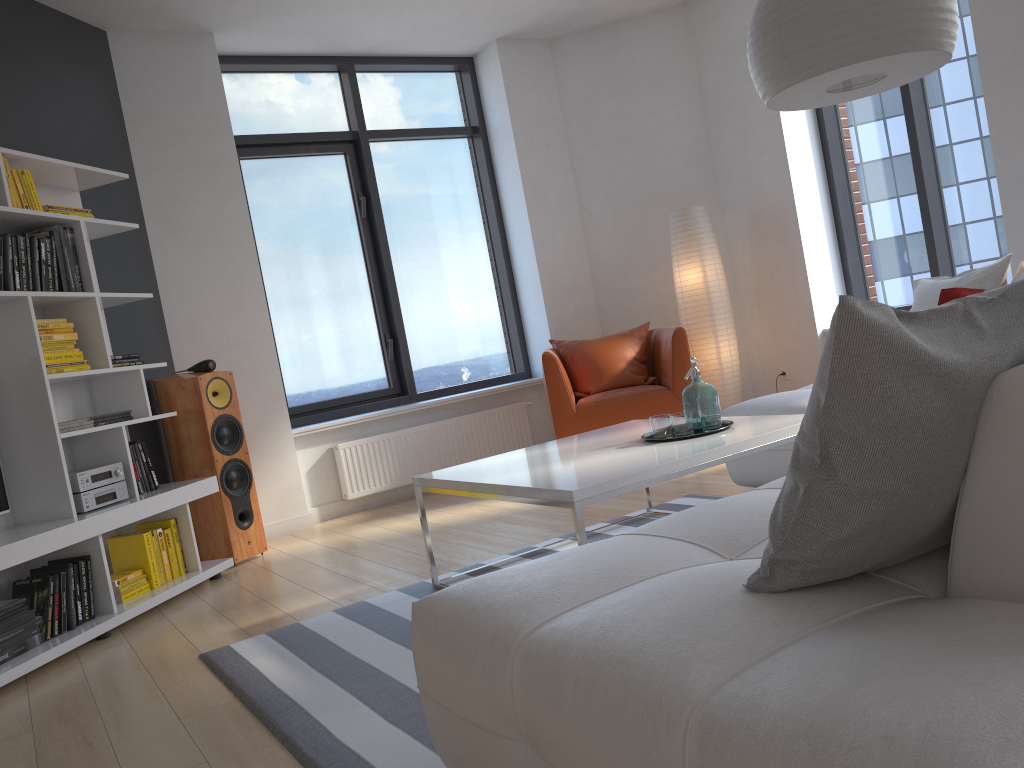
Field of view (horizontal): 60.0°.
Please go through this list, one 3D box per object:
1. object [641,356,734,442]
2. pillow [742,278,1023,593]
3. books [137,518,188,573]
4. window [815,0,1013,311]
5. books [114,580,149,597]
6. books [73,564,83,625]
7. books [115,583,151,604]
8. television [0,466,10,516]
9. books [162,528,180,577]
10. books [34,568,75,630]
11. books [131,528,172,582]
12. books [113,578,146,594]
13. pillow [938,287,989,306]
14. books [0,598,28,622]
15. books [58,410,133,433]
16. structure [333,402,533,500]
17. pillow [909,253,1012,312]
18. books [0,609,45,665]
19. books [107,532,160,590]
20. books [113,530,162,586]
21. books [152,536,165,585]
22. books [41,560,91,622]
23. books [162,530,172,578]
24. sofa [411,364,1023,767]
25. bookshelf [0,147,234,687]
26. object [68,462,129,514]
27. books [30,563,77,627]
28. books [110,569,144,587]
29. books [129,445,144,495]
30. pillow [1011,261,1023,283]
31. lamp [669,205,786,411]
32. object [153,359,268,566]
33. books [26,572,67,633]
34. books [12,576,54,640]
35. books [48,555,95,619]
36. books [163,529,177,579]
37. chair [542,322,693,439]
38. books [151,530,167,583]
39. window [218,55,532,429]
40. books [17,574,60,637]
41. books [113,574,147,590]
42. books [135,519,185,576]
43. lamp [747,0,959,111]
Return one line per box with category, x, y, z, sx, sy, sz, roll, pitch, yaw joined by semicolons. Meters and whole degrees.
object;0.603;0.045;3.163;0.330;0.265;0.330;-11;2;-6
pillow;1.381;-0.121;2.241;2.953;0.453;0.647;-13;3;-42
books;-1.690;0.793;4.285;0.213;0.270;0.025;-10;3;15
window;2.440;-1.637;5.338;0.170;2.402;1.310;-12;3;-30
books;-1.739;0.916;3.945;0.148;0.011;0.196;-10;3;15
books;-1.838;0.867;3.609;0.179;0.243;0.068;-10;3;13
books;-1.732;0.937;3.944;0.147;0.033;0.190;-10;3;15
television;-2.230;0.300;3.047;0.207;0.704;1.102;-10;3;15
books;-1.686;0.813;4.229;0.172;0.234;0.024;-10;3;15
books;-1.831;0.869;3.556;0.172;0.242;0.069;-10;3;16
books;-1.705;0.812;4.150;0.185;0.250;0.035;-10;3;15
books;-1.725;0.899;3.934;0.113;0.018;0.169;-10;3;16
pillow;1.635;-0.127;2.004;2.250;0.449;0.575;-12;3;-33
books;-1.990;0.868;3.250;0.250;0.047;0.310;-10;3;10
books;-1.942;0.178;4.076;0.250;0.047;0.310;-10;3;10
structure;-0.454;0.474;5.946;1.474;0.460;0.110;-12;3;-30
pillow;1.844;-0.241;3.053;0.580;0.456;2.156;-11;2;-4
books;-1.950;0.955;3.255;0.277;0.137;0.343;-10;3;10
books;-1.731;0.818;4.057;0.198;0.255;0.044;-10;3;15
books;-1.726;0.814;4.087;0.199;0.263;0.015;-10;3;15
books;-1.698;0.826;4.100;0.156;0.229;0.024;-10;3;14
books;-1.835;0.860;3.646;0.191;0.249;0.084;-10;3;15
books;-1.698;0.815;4.180;0.169;0.239;0.023;-10;3;15
sofa;1.191;0.174;2.676;3.424;0.732;2.614;-12;3;-30
bookshelf;-2.155;0.110;3.019;0.455;2.052;3.000;-10;3;15
object;-1.904;0.471;3.917;0.270;0.174;0.285;-10;3;15
books;-1.852;0.864;3.584;0.192;0.254;0.075;-10;3;14
books;-1.757;0.869;3.942;0.138;0.026;0.186;-10;3;15
books;-1.850;0.419;4.171;0.189;0.240;0.053;-10;3;15
pillow;1.806;-0.202;2.739;0.630;0.440;2.095;-10;3;17
lamp;1.503;-0.441;5.858;0.804;1.550;0.502;-10;3;20
object;-1.646;0.430;4.746;0.434;1.088;0.290;-9;3;30
books;-1.851;0.877;3.526;0.169;0.233;0.081;-10;3;14
books;-1.876;0.884;3.465;0.182;0.234;0.104;-10;3;15
books;-1.828;0.852;3.679;0.197;0.260;0.066;-10;3;15
books;-1.689;0.815;4.202;0.172;0.234;0.024;-10;3;15
chair;0.671;0.073;5.665;0.896;0.858;0.843;-10;2;2
books;-1.713;0.814;4.125;0.180;0.251;0.019;-10;3;15
window;-0.933;-1.044;6.147;1.960;2.402;0.170;-12;3;-30
books;-1.872;0.882;3.499;0.187;0.234;0.096;-10;3;15
books;-1.741;0.886;3.943;0.134;0.014;0.187;-10;3;15
books;-1.688;0.794;4.257;0.204;0.270;0.029;-10;3;15
lamp;2.354;-1.016;2.642;3.199;2.647;0.710;-10;2;6
